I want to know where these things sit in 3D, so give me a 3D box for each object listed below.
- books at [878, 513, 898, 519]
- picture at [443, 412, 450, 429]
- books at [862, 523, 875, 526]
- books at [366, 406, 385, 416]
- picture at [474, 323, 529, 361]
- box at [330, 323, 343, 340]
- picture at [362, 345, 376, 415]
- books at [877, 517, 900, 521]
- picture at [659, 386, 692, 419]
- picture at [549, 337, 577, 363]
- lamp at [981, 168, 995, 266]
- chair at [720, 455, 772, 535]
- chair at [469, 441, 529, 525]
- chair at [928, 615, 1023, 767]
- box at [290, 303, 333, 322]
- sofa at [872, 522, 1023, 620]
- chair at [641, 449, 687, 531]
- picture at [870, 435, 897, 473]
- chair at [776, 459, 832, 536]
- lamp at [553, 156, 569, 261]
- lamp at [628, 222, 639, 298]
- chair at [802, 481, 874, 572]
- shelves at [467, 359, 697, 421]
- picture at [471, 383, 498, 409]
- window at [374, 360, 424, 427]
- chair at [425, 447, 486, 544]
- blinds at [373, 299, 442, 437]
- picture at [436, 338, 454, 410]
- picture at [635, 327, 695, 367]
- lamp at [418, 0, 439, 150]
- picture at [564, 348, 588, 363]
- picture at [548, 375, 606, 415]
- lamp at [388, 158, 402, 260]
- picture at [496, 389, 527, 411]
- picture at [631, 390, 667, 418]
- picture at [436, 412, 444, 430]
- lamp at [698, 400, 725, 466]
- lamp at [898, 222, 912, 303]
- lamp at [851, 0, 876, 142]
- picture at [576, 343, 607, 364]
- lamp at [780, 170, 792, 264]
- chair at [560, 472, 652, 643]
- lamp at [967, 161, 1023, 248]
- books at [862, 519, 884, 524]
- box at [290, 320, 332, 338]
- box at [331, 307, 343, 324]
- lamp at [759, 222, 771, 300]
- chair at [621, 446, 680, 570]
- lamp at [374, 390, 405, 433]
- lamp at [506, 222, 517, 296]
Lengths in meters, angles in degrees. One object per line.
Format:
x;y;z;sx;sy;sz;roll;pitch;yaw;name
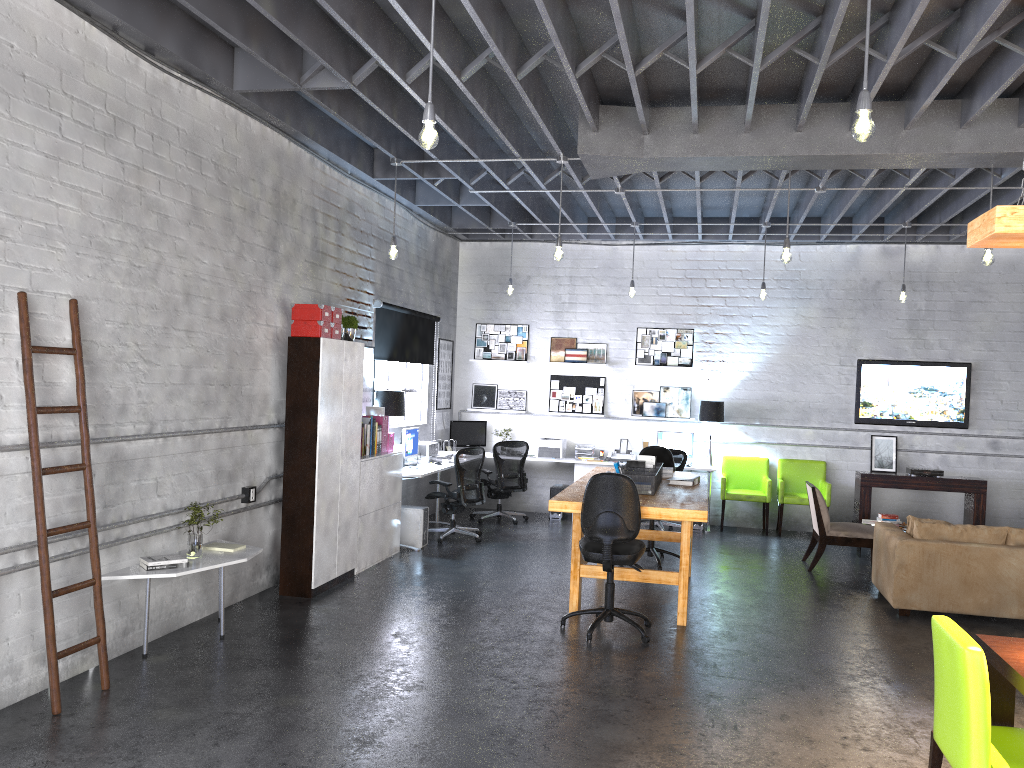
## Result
4.287;1.508;10.104;0.185;0.041;0.129;2;0;7;books
-0.871;0.488;11.980;0.036;0.221;0.289;3;1;12;picture
4.022;1.577;9.858;0.174;0.045;0.240;2;0;2;books
-1.340;0.354;8.689;0.192;0.267;0.060;2;1;12;books
-0.145;-0.569;12.100;0.749;0.503;0.058;2;1;12;picture
-1.552;-0.432;7.255;0.270;0.131;0.206;2;0;12;box
-1.513;-0.001;9.000;0.020;0.780;0.606;3;1;12;picture
4.289;1.540;10.112;0.208;0.024;0.144;2;0;-3;books
2.137;0.241;11.613;0.410;0.408;0.047;2;1;12;picture
0.688;-0.455;11.927;0.355;0.343;0.042;2;1;12;picture
3.672;-1.347;6.804;0.104;0.878;0.104;2;1;-34;lamp
2.945;1.391;11.207;0.611;0.920;0.516;2;1;12;chair
-0.166;1.210;11.189;0.752;1.032;0.732;3;1;36;chair
1.927;1.391;3.334;0.608;0.909;0.636;2;1;12;chair
-1.592;-0.563;7.048;0.270;0.131;0.206;2;0;12;box
4.311;1.604;7.367;2.330;0.629;1.104;2;0;12;sofa
1.787;1.290;10.918;0.732;1.032;0.752;2;1;-19;chair
4.631;0.871;11.043;0.308;0.457;0.092;2;1;12;picture
3.623;1.419;11.058;0.611;0.920;0.516;2;1;12;chair
0.410;-1.481;7.519;0.104;0.878;0.104;3;1;12;lamp
1.423;-1.449;10.397;0.104;0.878;0.104;3;1;12;lamp
3.363;1.454;8.988;0.724;0.842;0.575;2;1;12;chair
0.904;0.073;11.805;3.023;0.694;0.199;2;1;12;shelves
-0.378;0.170;12.168;0.355;0.343;0.042;2;1;12;picture
-1.327;-0.125;10.261;0.030;1.220;1.821;3;1;12;window
-0.649;1.195;9.803;0.752;1.032;0.732;3;1;16;chair
-1.198;-0.059;10.233;0.100;1.632;2.119;3;1;12;blinds
-0.892;-0.126;11.793;0.020;0.935;0.658;3;1;12;picture
2.001;-0.481;11.630;0.749;0.503;0.058;2;1;12;picture
-0.362;-1.501;4.006;0.104;0.878;0.104;3;1;30;lamp
0.856;-0.374;11.872;0.311;0.196;0.029;2;1;12;picture
0.870;0.141;11.885;0.749;0.503;0.058;2;1;12;picture
-1.036;-1.540;7.836;0.104;0.878;0.104;3;1;12;lamp
-0.004;0.219;12.083;0.410;0.277;0.036;2;1;12;picture
1.806;0.259;11.677;0.452;0.345;0.054;2;1;12;picture
-0.945;0.486;11.641;0.036;0.221;0.289;3;1;12;picture
2.537;0.633;11.318;0.333;0.832;0.333;2;1;-26;lamp
4.322;-1.330;9.761;0.104;0.878;0.104;2;1;-34;lamp
1.448;-1.427;3.608;0.104;0.878;0.104;3;1;30;lamp
1.061;-0.406;11.842;0.410;0.277;0.036;2;1;12;picture
2.220;-1.406;7.122;0.104;0.878;0.104;3;1;12;lamp
0.691;1.193;6.375;0.659;1.165;0.687;2;1;11;chair
2.862;-1.203;3.163;2.129;1.841;0.366;2;1;12;lamp
4.020;1.540;9.880;0.223;0.027;0.161;2;0;22;books
-1.597;-0.434;7.051;0.270;0.131;0.206;2;0;12;box
-1.548;-0.563;7.252;0.268;0.133;0.206;2;0;12;box
2.870;-1.389;10.080;0.104;0.878;0.104;3;1;12;lamp
1.427;1.215;8.839;0.659;1.165;0.687;2;1;11;chair
-1.280;0.485;9.200;0.333;0.832;0.333;2;1;-26;lamp
-0.006;-1.507;10.710;0.104;0.878;0.104;3;1;12;lamp
